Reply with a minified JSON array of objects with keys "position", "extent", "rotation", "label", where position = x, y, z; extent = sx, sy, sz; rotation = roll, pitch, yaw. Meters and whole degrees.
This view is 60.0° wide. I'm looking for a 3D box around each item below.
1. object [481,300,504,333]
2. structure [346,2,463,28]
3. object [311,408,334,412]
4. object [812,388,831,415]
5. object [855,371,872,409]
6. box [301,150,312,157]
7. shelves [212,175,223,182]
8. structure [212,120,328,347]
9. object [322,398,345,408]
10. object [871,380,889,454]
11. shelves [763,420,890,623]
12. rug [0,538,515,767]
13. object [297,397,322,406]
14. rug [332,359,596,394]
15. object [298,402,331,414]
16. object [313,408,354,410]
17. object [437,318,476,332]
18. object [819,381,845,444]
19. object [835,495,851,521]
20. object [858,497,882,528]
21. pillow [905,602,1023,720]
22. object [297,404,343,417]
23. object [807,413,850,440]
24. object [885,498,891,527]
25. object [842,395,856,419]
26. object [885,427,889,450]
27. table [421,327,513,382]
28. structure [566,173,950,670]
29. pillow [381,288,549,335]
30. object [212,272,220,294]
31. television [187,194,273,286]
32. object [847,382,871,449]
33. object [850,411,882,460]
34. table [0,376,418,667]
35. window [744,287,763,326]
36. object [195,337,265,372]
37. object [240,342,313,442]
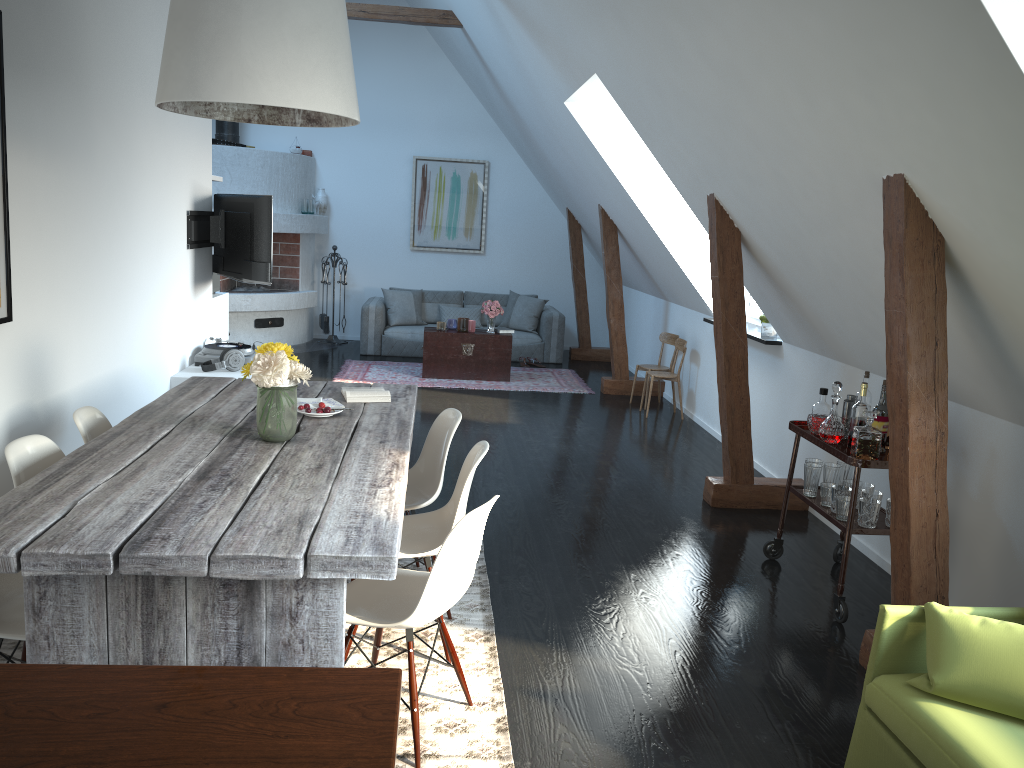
[{"position":[-0.217,-0.719,9.350],"extent":[0.234,0.351,0.235],"rotation":[-7,14,-44],"label":"object"},{"position":[-3.416,-3.410,5.751],"extent":[10.230,3.562,15.910],"rotation":[3,10,0],"label":"structure"},{"position":[-0.803,0.112,3.769],"extent":[0.110,0.011,0.058],"rotation":[3,10,-1],"label":"object"},{"position":[1.535,0.122,4.396],"extent":[0.087,0.206,0.087],"rotation":[7,11,19],"label":"object"},{"position":[1.691,0.097,4.270],"extent":[0.073,0.320,0.073],"rotation":[1,11,-14],"label":"object"},{"position":[-2.638,-2.901,11.152],"extent":[0.229,0.078,0.127],"rotation":[2,10,-5],"label":"box"},{"position":[-3.112,-1.640,6.846],"extent":[1.604,0.038,0.478],"rotation":[2,10,-5],"label":"shelves"},{"position":[-3.850,-2.938,11.036],"extent":[3.058,4.752,3.049],"rotation":[4,10,3],"label":"structure"},{"position":[-0.855,0.086,3.943],"extent":[0.182,0.014,0.185],"rotation":[-3,12,-31],"label":"object"},{"position":[1.651,0.144,3.966],"extent":[0.080,0.329,0.080],"rotation":[1,11,-14],"label":"object"},{"position":[1.587,0.620,4.175],"extent":[0.438,0.732,0.803],"rotation":[2,10,-9],"label":"shelves"},{"position":[-1.011,0.953,3.501],"extent":[1.898,0.022,2.677],"rotation":[2,10,-5],"label":"rug"},{"position":[-0.939,0.079,3.951],"extent":[0.182,0.016,0.179],"rotation":[1,10,-10],"label":"object"},{"position":[-0.524,-0.089,9.458],"extent":[2.647,0.029,1.512],"rotation":[2,10,-5],"label":"rug"},{"position":[-0.832,0.105,3.753],"extent":[0.132,0.034,0.144],"rotation":[-3,12,-33],"label":"object"},{"position":[-0.765,0.106,3.776],"extent":[0.194,0.022,0.019],"rotation":[5,10,10],"label":"object"},{"position":[-0.579,-0.634,9.368],"extent":[0.413,0.138,0.215],"rotation":[4,10,6],"label":"object"},{"position":[1.489,0.131,4.098],"extent":[0.114,0.292,0.114],"rotation":[-3,12,-33],"label":"object"},{"position":[1.497,0.561,3.990],"extent":[0.092,0.099,0.092],"rotation":[-2,11,-27],"label":"object"},{"position":[1.571,0.570,3.907],"extent":[0.095,0.119,0.095],"rotation":[-6,14,-43],"label":"object"},{"position":[1.409,0.694,2.348],"extent":[0.600,0.387,0.475],"rotation":[2,10,-8],"label":"pillow"},{"position":[-0.820,0.116,3.767],"extent":[0.205,0.024,0.205],"rotation":[1,10,-13],"label":"object"},{"position":[1.539,0.207,4.251],"extent":[0.245,0.092,0.151],"rotation":[8,11,23],"label":"object"},{"position":[1.699,0.574,3.922],"extent":[0.095,0.119,0.095],"rotation":[-6,14,-43],"label":"object"},{"position":[1.668,0.145,4.399],"extent":[0.052,0.182,0.135],"rotation":[10,12,31],"label":"object"},{"position":[1.730,0.167,4.078],"extent":[0.067,0.257,0.099],"rotation":[3,10,0],"label":"object"},{"position":[-0.480,-0.319,9.397],"extent":[0.962,0.492,0.471],"rotation":[2,10,-5],"label":"table"},{"position":[1.610,-0.151,5.067],"extent":[1.023,1.963,12.350],"rotation":[2,10,-5],"label":"structure"},{"position":[-0.577,-0.917,10.930],"extent":[2.075,0.515,0.444],"rotation":[2,10,-5],"label":"pillow"},{"position":[-2.607,-0.820,7.076],"extent":[0.435,0.211,0.496],"rotation":[2,10,-6],"label":"object"},{"position":[-2.216,-1.071,6.481],"extent":[0.537,0.652,1.005],"rotation":[-5,13,-39],"label":"television"},{"position":[1.581,0.143,4.022],"extent":[0.081,0.307,0.081],"rotation":[3,10,0],"label":"object"},{"position":[1.527,0.224,3.814],"extent":[0.101,0.211,0.101],"rotation":[5,10,10],"label":"object"},{"position":[-0.975,0.578,3.415],"extent":[1.141,0.788,2.421],"rotation":[2,10,-5],"label":"table"},{"position":[-0.658,-2.291,4.323],"extent":[5.959,4.249,8.018],"rotation":[2,10,-5],"label":"window"},{"position":[-1.987,-0.216,6.414],"extent":[0.558,0.162,0.742],"rotation":[2,10,-8],"label":"object"},{"position":[-0.872,0.026,3.271],"extent":[0.233,0.365,0.293],"rotation":[-4,12,-34],"label":"object"}]
